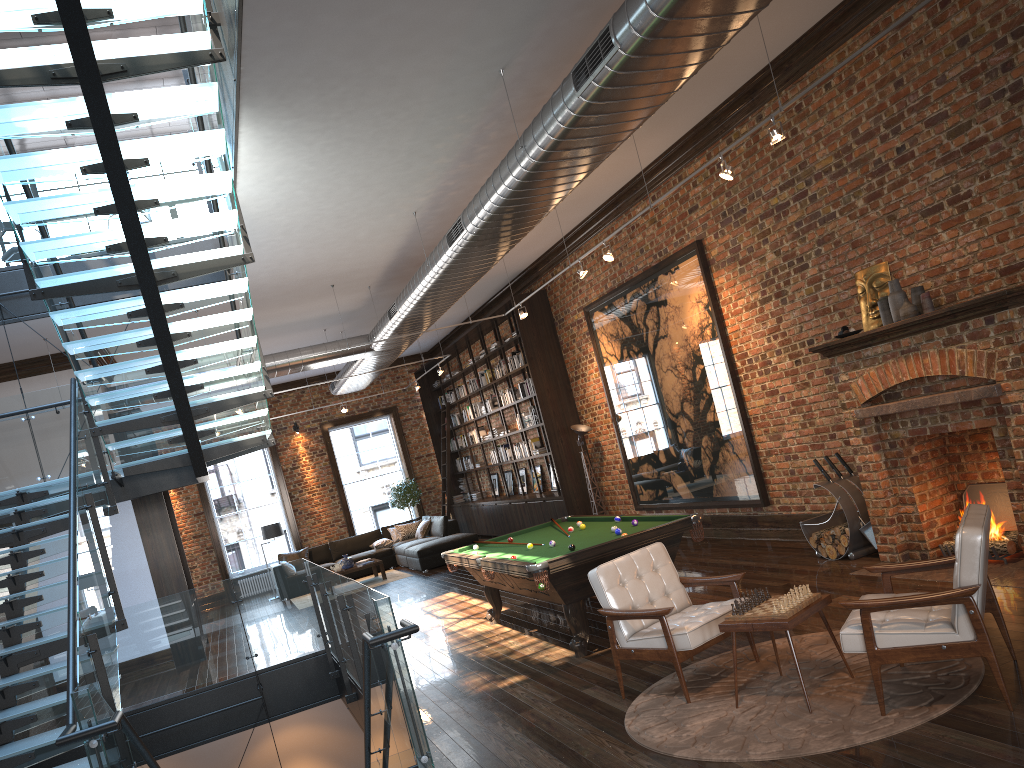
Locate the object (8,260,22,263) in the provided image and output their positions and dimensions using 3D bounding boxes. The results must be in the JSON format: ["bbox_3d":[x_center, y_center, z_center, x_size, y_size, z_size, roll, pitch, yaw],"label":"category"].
[{"bbox_3d":[-5.813,-1.507,10.472,0.525,0.769,0.535,-15,-1,41],"label":"object"}]

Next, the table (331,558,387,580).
[{"bbox_3d":[-2.912,3.536,16.331,0.994,0.345,1.009,-13,-4,-19],"label":"table"}]

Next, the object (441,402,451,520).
[{"bbox_3d":[-1.467,2.005,19.709,0.891,3.077,0.498,-15,1,-19],"label":"object"}]

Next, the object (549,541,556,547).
[{"bbox_3d":[0.354,1.401,7.775,0.057,0.057,0.056,-16,-2,41],"label":"object"}]

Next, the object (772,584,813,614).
[{"bbox_3d":[1.517,1.149,4.822,0.331,0.101,0.076,-11,-3,-44],"label":"object"}]

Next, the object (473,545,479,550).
[{"bbox_3d":[-0.374,1.692,9.179,0.057,0.057,0.058,-14,-2,-18],"label":"object"}]

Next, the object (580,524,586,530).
[{"bbox_3d":[0.676,1.368,8.491,0.056,0.057,0.057,-14,-2,-19],"label":"object"}]

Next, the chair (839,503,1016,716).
[{"bbox_3d":[2.073,1.117,4.450,0.749,0.866,0.761,-15,-2,31],"label":"chair"}]

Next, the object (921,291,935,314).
[{"bbox_3d":[3.161,-0.615,6.755,0.082,0.178,0.081,-15,0,23],"label":"object"}]

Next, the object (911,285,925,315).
[{"bbox_3d":[3.169,-0.641,6.885,0.120,0.242,0.120,-15,0,1],"label":"object"}]

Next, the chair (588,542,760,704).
[{"bbox_3d":[1.046,1.469,5.602,0.760,0.866,0.750,-14,-2,-39],"label":"chair"}]

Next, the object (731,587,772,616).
[{"bbox_3d":[1.345,1.207,5.010,0.331,0.101,0.076,-11,-3,-44],"label":"object"}]

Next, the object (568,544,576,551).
[{"bbox_3d":[0.485,1.323,7.172,0.056,0.057,0.057,-14,-2,-14],"label":"object"}]

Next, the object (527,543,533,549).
[{"bbox_3d":[0.163,1.469,8.021,0.057,0.057,0.056,-15,-2,18],"label":"object"}]

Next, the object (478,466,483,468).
[{"bbox_3d":[-0.660,1.799,19.326,0.160,0.005,0.291,-13,-4,-19],"label":"object"}]

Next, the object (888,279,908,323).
[{"bbox_3d":[3.071,-0.658,7.046,0.146,0.350,0.144,-15,0,18],"label":"object"}]

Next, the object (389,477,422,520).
[{"bbox_3d":[-2.311,3.055,20.201,0.809,1.864,0.803,-15,0,-11],"label":"object"}]

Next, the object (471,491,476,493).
[{"bbox_3d":[-0.901,2.471,20.279,0.176,0.005,0.257,-13,-4,-18],"label":"object"}]

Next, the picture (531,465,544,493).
[{"bbox_3d":[0.467,1.748,16.290,0.111,0.498,0.511,-15,-2,-19],"label":"picture"}]

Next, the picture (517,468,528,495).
[{"bbox_3d":[0.198,1.878,17.118,0.111,0.498,0.511,-15,-2,-19],"label":"picture"}]

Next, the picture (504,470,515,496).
[{"bbox_3d":[-0.062,2.003,17.918,0.111,0.498,0.511,-15,-2,-19],"label":"picture"}]

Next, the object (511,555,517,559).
[{"bbox_3d":[0.015,1.465,7.427,0.057,0.057,0.057,-16,-2,28],"label":"object"}]

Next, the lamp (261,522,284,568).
[{"bbox_3d":[-4.718,3.524,17.572,0.690,1.466,0.418,-15,0,11],"label":"lamp"}]

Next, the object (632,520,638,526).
[{"bbox_3d":[1.072,1.210,7.729,0.057,0.057,0.057,-15,-2,3],"label":"object"}]

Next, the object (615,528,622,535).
[{"bbox_3d":[0.889,1.235,7.408,0.057,0.057,0.057,-14,-2,-14],"label":"object"}]

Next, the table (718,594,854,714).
[{"bbox_3d":[1.510,1.486,4.911,0.511,0.495,0.468,-13,-2,-44],"label":"table"}]

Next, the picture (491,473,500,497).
[{"bbox_3d":[-0.364,2.149,18.849,0.111,0.498,0.511,-15,-2,-19],"label":"picture"}]

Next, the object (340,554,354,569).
[{"bbox_3d":[-3.024,3.251,16.240,0.216,0.251,0.214,-15,-1,14],"label":"object"}]

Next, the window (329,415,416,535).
[{"bbox_3d":[-3.240,2.216,20.656,1.510,2.753,0.156,-15,1,-18],"label":"window"}]

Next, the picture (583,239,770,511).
[{"bbox_3d":[1.919,0.121,11.189,0.079,3.001,3.226,-15,-2,-19],"label":"picture"}]

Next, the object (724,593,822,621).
[{"bbox_3d":[1.447,1.238,4.916,0.384,0.028,0.393,-11,-5,-44],"label":"object"}]

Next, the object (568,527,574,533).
[{"bbox_3d":[0.565,1.399,8.514,0.057,0.057,0.056,-16,-2,36],"label":"object"}]

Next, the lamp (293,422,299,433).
[{"bbox_3d":[-4.820,0.977,19.805,0.125,0.237,0.156,-15,-1,-19],"label":"lamp"}]

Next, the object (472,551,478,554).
[{"bbox_3d":[-0.356,1.645,8.585,0.056,0.057,0.057,-14,-2,-20],"label":"object"}]

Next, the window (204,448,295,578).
[{"bbox_3d":[-5.864,2.839,19.755,1.510,2.753,0.156,-15,1,-18],"label":"window"}]

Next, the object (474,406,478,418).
[{"bbox_3d":[-0.735,0.564,18.153,0.075,0.255,0.088,-15,0,-29],"label":"object"}]

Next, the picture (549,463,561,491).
[{"bbox_3d":[0.760,1.606,15.385,0.111,0.498,0.511,-15,-2,-19],"label":"picture"}]

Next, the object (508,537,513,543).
[{"bbox_3d":[-0.016,1.587,9.016,0.057,0.057,0.056,-16,-2,29],"label":"object"}]

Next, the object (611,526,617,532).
[{"bbox_3d":[0.886,1.255,7.683,0.057,0.057,0.056,-15,-2,20],"label":"object"}]

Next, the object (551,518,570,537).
[{"bbox_3d":[0.483,1.444,8.963,0.028,0.072,1.610,-15,-4,-4],"label":"object"}]

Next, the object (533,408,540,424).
[{"bbox_3d":[0.415,0.538,14.959,0.069,0.288,0.118,-15,0,-26],"label":"object"}]

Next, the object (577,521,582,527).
[{"bbox_3d":[0.673,1.393,8.831,0.057,0.057,0.056,-15,-2,26],"label":"object"}]

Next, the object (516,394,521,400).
[{"bbox_3d":[0.134,0.231,15.847,0.095,0.137,0.238,-14,-3,-35],"label":"object"}]

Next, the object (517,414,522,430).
[{"bbox_3d":[0.139,0.670,15.797,0.069,0.288,0.118,-15,0,-26],"label":"object"}]

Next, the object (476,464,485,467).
[{"bbox_3d":[-0.667,1.773,19.326,0.160,0.005,0.291,-13,-4,-19],"label":"object"}]

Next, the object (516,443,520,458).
[{"bbox_3d":[0.184,1.235,16.549,0.165,0.282,0.015,-15,1,-18],"label":"object"}]

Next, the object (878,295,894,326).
[{"bbox_3d":[3.045,-0.590,7.188,0.119,0.250,0.117,-15,0,29],"label":"object"}]

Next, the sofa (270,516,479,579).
[{"bbox_3d":[-2.739,3.302,16.970,3.478,0.804,3.478,-13,-4,-19],"label":"sofa"}]

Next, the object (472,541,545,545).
[{"bbox_3d":[-0.063,1.573,8.776,0.028,0.072,1.622,-15,-3,-27],"label":"object"}]

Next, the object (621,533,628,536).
[{"bbox_3d":[0.890,1.204,6.992,0.057,0.057,0.057,-15,-2,-1],"label":"object"}]

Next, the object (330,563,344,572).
[{"bbox_3d":[-3.142,3.313,16.022,0.221,0.159,0.216,-16,-3,23],"label":"object"}]

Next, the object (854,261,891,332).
[{"bbox_3d":[3.037,-0.715,7.461,0.124,0.536,0.412,-15,-1,-19],"label":"object"}]

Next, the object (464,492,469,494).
[{"bbox_3d":[-1.002,2.529,20.713,0.191,0.015,0.250,-13,-4,-19],"label":"object"}]

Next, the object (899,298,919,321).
[{"bbox_3d":[3.045,-0.575,6.818,0.137,0.169,0.135,-15,-1,23],"label":"object"}]

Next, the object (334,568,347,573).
[{"bbox_3d":[-3.130,3.382,16.010,0.267,0.018,0.201,-15,-4,5],"label":"object"}]

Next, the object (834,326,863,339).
[{"bbox_3d":[2.767,-0.434,7.307,0.236,0.105,0.238,-14,-3,-9],"label":"object"}]
